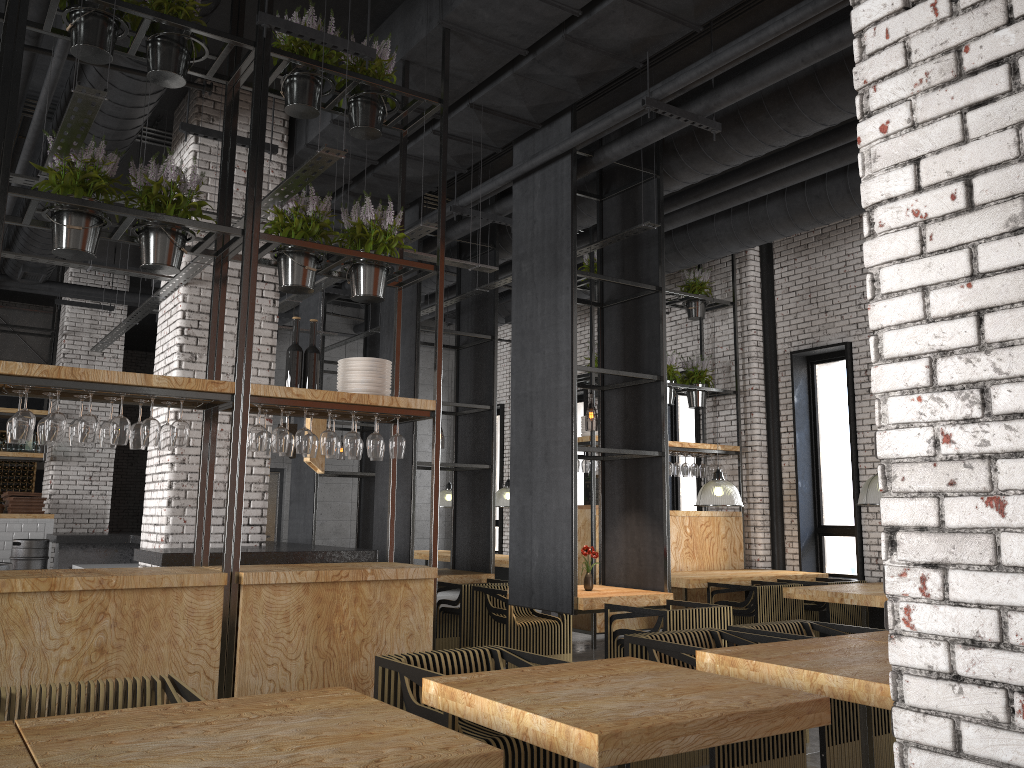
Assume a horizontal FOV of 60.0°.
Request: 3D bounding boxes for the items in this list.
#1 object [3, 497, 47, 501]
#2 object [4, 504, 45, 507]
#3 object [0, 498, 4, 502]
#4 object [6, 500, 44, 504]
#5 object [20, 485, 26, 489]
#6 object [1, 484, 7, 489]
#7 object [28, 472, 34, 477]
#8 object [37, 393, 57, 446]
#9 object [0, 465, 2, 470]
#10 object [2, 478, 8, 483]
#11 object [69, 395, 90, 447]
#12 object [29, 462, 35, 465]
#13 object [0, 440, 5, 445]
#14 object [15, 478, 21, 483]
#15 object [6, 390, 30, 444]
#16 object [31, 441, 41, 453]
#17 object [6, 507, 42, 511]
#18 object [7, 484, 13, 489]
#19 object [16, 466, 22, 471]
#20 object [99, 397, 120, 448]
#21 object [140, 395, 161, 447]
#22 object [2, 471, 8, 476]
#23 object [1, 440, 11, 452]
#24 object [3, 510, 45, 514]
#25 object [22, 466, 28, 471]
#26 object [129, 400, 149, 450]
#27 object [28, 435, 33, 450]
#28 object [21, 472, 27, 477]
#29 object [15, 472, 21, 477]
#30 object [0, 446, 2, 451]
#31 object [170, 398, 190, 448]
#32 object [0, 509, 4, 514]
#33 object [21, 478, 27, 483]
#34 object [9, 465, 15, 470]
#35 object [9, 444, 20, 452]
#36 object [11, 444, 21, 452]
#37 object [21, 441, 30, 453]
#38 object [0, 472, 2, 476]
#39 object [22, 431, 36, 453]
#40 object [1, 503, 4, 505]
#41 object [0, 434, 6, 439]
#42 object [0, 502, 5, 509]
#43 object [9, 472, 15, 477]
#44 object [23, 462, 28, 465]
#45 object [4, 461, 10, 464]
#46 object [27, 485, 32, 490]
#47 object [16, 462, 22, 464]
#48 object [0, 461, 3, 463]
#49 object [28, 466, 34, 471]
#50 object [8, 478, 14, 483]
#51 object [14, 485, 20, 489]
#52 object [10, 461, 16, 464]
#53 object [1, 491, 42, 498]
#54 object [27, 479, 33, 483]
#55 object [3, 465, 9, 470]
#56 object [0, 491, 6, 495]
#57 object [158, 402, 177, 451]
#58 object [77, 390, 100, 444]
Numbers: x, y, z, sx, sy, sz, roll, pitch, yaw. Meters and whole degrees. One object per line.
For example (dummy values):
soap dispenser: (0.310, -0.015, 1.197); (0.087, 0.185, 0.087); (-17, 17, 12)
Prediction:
object: (-6.634, 1.566, 12.072); (0.404, 0.044, 0.634); (8, -11, -40)
object: (-6.635, 1.654, 12.057); (0.404, 0.044, 0.634); (7, -11, -37)
object: (-8.479, 1.920, 14.767); (0.079, 0.080, 0.280); (7, -10, -34)
object: (-6.634, 1.610, 12.065); (0.404, 0.044, 0.634); (6, -10, -33)
object: (-8.256, 1.741, 14.978); (0.079, 0.079, 0.283); (7, -10, -33)
object: (-8.482, 1.713, 14.810); (0.079, 0.079, 0.283); (7, -10, -33)
object: (-8.178, 1.542, 15.069); (0.079, 0.079, 0.283); (7, -10, -33)
object: (-2.401, 0.183, 4.597); (0.101, 0.268, 0.100); (4, -10, -20)
object: (-8.568, 1.395, 14.827); (0.079, 0.079, 0.283); (7, -10, -33)
object: (-8.470, 1.607, 14.812); (0.079, 0.079, 0.283); (7, -10, -33)
object: (-2.279, 0.196, 4.678); (0.101, 0.268, 0.100); (4, -10, -20)
object: (-8.160, 1.330, 15.080); (0.079, 0.079, 0.283); (7, -10, -33)
object: (-8.553, 0.977, 14.881); (0.079, 0.079, 0.283); (7, -10, -33)
object: (-8.312, 1.624, 14.912); (0.079, 0.079, 0.283); (7, -10, -33)
object: (-2.516, 0.170, 4.521); (0.101, 0.268, 0.100); (4, -10, -20)
object: (-6.685, 0.886, 12.455); (0.118, 0.181, 0.118); (2, -9, -10)
object: (-6.635, 1.698, 12.050); (0.404, 0.044, 0.634); (6, -10, -31)
object: (-8.415, 1.724, 14.878); (0.079, 0.079, 0.283); (7, -10, -33)
object: (-8.322, 1.418, 14.967); (0.079, 0.079, 0.283); (7, -10, -33)
object: (-2.157, 0.210, 4.759); (0.101, 0.268, 0.100); (4, -10, -20)
object: (-1.875, 0.190, 4.606); (0.101, 0.268, 0.100); (4, -10, -20)
object: (-8.467, 1.503, 14.826); (0.079, 0.079, 0.283); (7, -10, -33)
object: (-6.999, 0.855, 12.271); (0.118, 0.181, 0.118); (1, -9, -1)
object: (-6.636, 1.742, 12.042); (0.404, 0.044, 0.634); (7, -11, -38)
object: (-8.253, 1.429, 15.031); (0.079, 0.079, 0.283); (7, -10, -33)
object: (-2.035, 0.223, 4.840); (0.101, 0.268, 0.100); (4, -10, -20)
object: (-6.867, 0.723, 12.622); (0.140, 0.552, 0.096); (6, -11, -29)
object: (-8.245, 1.531, 15.001); (0.079, 0.079, 0.283); (7, -10, -33)
object: (-8.313, 1.520, 14.933); (0.079, 0.079, 0.283); (7, -10, -33)
object: (-8.554, 1.081, 14.864); (0.079, 0.079, 0.283); (7, -10, -33)
object: (-1.752, 0.203, 4.687); (0.101, 0.268, 0.100); (4, -10, -20)
object: (-7.020, 1.675, 11.805); (0.437, 0.097, 0.435); (2, -9, -9)
object: (-8.255, 1.637, 14.996); (0.079, 0.079, 0.283); (7, -10, -33)
object: (-8.410, 1.412, 14.928); (0.079, 0.079, 0.283); (7, -10, -33)
object: (-7.017, 0.707, 12.511); (0.156, 0.556, 0.105); (6, -11, -29)
object: (-6.906, 0.868, 12.349); (0.118, 0.181, 0.118); (-5, -11, 32)
object: (-6.816, 0.881, 12.430); (0.118, 0.181, 0.118); (-7, -12, 39)
object: (-8.558, 1.497, 14.793); (0.079, 0.079, 0.283); (7, -10, -33)
object: (-6.870, 0.799, 12.614); (0.156, 0.407, 0.105); (6, -11, -29)
object: (-8.485, 2.025, 14.756); (0.079, 0.080, 0.280); (7, -10, -34)
object: (-8.563, 0.875, 14.915); (0.079, 0.079, 0.283); (7, -10, -33)
object: (-7.018, 1.609, 11.821); (0.437, 0.154, 0.438); (-1, -9, 13)
object: (-8.402, 1.514, 14.897); (0.079, 0.079, 0.283); (7, -10, -33)
object: (-8.252, 1.325, 15.049); (0.079, 0.079, 0.283); (7, -10, -33)
object: (-8.467, 1.295, 14.865); (0.079, 0.079, 0.283); (7, -10, -33)
object: (-8.158, 1.745, 15.002); (0.079, 0.079, 0.283); (7, -10, -33)
object: (-8.332, 1.317, 15.000); (0.079, 0.079, 0.283); (7, -10, -33)
object: (-8.556, 1.289, 14.828); (0.079, 0.079, 0.283); (7, -10, -33)
object: (-8.166, 1.435, 15.070); (0.079, 0.079, 0.283); (7, -10, -33)
object: (-8.411, 1.620, 14.892); (0.079, 0.079, 0.283); (7, -10, -33)
object: (-8.326, 1.730, 14.914); (0.079, 0.079, 0.283); (7, -10, -33)
object: (-8.400, 1.306, 14.932); (0.079, 0.079, 0.283); (7, -10, -33)
object: (-6.641, 1.510, 11.999); (0.406, 0.094, 0.635); (7, -11, -36)
object: (-8.168, 1.643, 15.035); (0.079, 0.079, 0.283); (7, -10, -33)
object: (-8.488, 1.403, 14.875); (0.079, 0.079, 0.283); (7, -10, -33)
object: (-8.482, 1.817, 14.792); (0.079, 0.080, 0.280); (7, -10, -34)
object: (-1.912, 0.236, 4.921); (0.101, 0.268, 0.100); (4, -10, -20)
object: (-2.119, 0.163, 4.444); (0.101, 0.268, 0.100); (4, -10, -20)
